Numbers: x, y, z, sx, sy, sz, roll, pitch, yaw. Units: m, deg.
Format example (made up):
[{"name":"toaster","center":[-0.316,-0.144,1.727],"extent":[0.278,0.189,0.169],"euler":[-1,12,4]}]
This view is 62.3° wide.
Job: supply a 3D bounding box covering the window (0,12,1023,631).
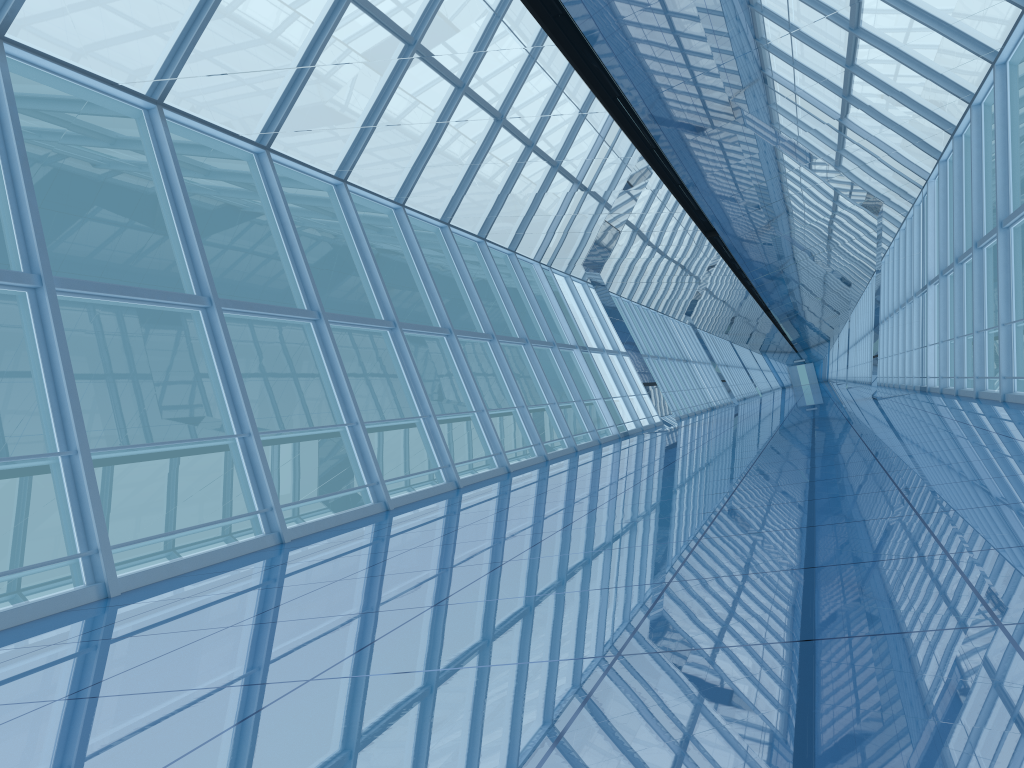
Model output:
[{"name":"window","center":[14.815,-1.858,46.111],"extent":[9.735,4.975,106.761],"euler":[-11,-3,19]}]
